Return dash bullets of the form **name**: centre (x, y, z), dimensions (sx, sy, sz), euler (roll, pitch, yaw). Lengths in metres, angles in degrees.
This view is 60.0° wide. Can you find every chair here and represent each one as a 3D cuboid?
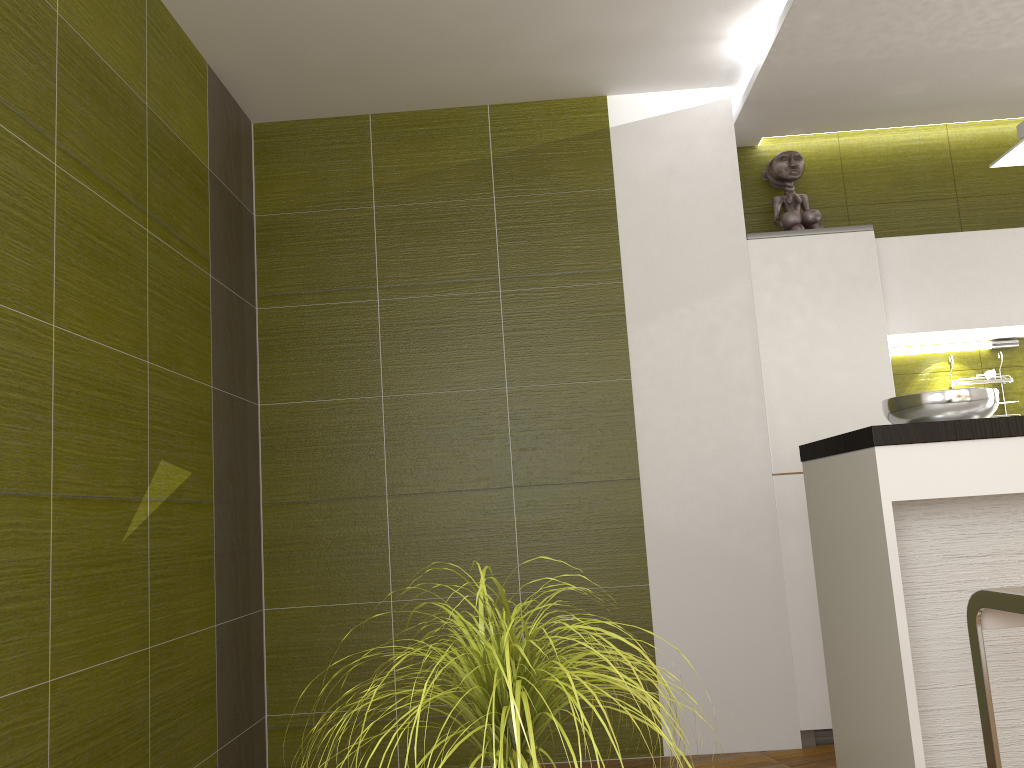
- **chair**: centre (1.242, 0.721, 1.751), dimensions (0.418, 0.857, 0.460), euler (-3, -9, -3)

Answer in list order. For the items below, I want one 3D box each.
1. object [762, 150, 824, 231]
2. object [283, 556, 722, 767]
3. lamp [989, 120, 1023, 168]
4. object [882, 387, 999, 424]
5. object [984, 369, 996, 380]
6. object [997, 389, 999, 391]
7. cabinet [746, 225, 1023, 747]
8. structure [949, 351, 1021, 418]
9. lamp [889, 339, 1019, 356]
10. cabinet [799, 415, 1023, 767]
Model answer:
- **object**: centre (1.297, -0.860, 4.079), dimensions (0.195, 0.488, 0.304), euler (-4, -9, -1)
- **object**: centre (0.009, 0.702, 1.239), dimensions (0.606, 0.904, 0.585), euler (1, -10, -29)
- **lamp**: centre (2.366, -1.122, 2.763), dimensions (1.677, 0.683, 0.326), euler (-4, -9, 2)
- **object**: centre (1.265, 0.086, 2.618), dimensions (0.311, 0.105, 0.311), euler (-6, -9, 14)
- **object**: centre (2.187, -0.038, 4.055), dimensions (0.046, 0.053, 0.051), euler (-9, -10, 33)
- **object**: centre (2.097, 0.055, 4.002), dimensions (0.181, 0.052, 0.173), euler (-4, -9, 2)
- **cabinet**: centre (2.806, 0.320, 3.918), dimensions (3.471, 2.089, 0.724), euler (-4, -9, 2)
- **structure**: centre (2.146, 0.023, 4.037), dimensions (0.266, 0.346, 0.110), euler (-4, -9, 2)
- **lamp**: centre (1.977, -0.163, 4.110), dimensions (0.715, 0.041, 0.041), euler (-4, -9, 2)
- **cabinet**: centre (2.445, 0.612, 2.489), dimensions (2.947, 1.134, 0.663), euler (-4, -9, 2)
